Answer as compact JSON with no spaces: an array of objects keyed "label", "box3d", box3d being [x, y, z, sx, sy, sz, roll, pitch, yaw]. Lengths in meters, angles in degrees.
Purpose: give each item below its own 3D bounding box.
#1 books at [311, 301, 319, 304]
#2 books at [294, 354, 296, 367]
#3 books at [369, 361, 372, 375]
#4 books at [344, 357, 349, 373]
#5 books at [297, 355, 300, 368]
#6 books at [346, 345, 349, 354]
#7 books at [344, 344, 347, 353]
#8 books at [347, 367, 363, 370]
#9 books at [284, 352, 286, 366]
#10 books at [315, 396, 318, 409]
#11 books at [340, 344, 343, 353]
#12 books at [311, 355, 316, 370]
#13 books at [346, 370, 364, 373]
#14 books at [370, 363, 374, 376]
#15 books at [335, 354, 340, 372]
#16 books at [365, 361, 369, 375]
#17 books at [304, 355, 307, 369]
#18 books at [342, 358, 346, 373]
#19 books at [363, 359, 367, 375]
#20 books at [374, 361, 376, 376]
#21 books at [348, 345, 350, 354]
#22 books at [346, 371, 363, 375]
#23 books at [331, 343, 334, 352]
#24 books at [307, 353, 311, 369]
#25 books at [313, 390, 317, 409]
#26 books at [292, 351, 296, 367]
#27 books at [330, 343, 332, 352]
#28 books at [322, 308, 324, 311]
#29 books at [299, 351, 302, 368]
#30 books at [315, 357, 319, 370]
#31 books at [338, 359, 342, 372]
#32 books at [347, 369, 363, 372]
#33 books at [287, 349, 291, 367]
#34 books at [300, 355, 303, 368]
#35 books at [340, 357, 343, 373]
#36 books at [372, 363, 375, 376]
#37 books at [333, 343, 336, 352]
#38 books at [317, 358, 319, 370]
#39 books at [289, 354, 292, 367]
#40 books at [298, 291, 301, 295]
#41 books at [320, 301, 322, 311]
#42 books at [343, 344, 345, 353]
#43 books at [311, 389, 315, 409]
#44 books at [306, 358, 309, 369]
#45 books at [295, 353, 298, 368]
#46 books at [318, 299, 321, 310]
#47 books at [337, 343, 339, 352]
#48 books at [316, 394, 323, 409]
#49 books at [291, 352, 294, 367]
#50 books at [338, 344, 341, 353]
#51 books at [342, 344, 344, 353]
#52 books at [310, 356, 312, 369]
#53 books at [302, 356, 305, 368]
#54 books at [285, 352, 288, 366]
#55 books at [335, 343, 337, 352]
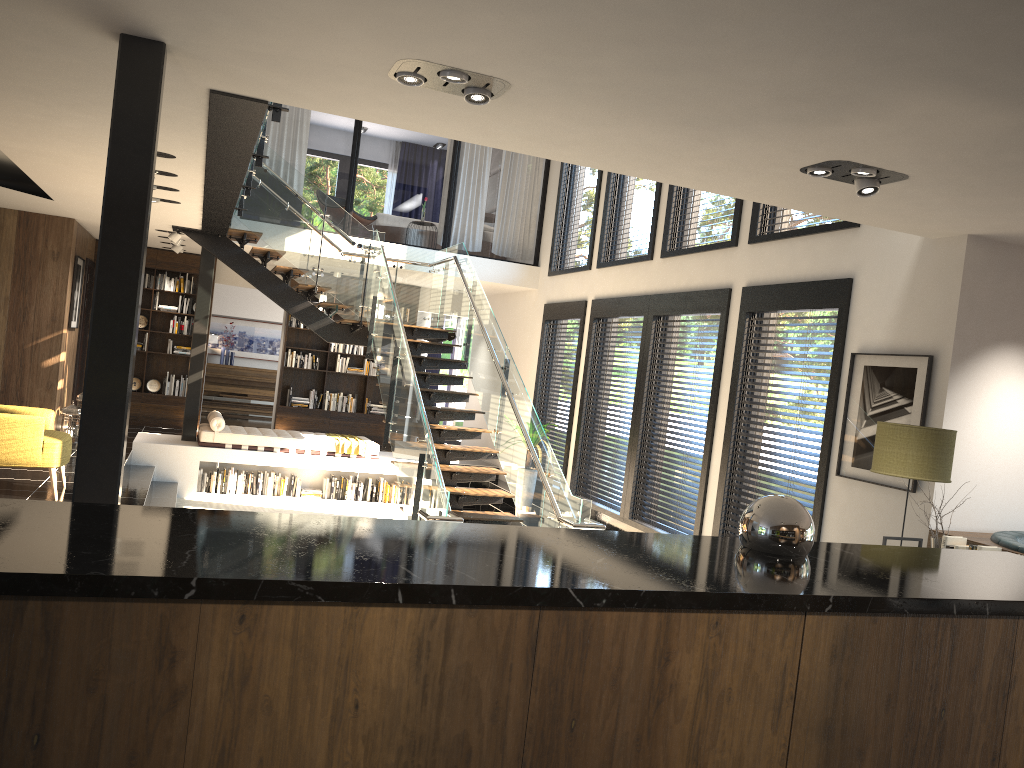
[{"label":"books","box3d":[-3.257,-1.313,14.217,0.285,0.031,0.176,6,1,-21]},{"label":"books","box3d":[-3.482,-0.371,14.210,0.022,0.207,0.130,6,2,-20]},{"label":"books","box3d":[-2.346,-0.259,14.604,0.025,0.232,0.156,6,2,-20]},{"label":"books","box3d":[-2.709,-0.312,14.463,0.067,0.261,0.159,6,2,-20]},{"label":"books","box3d":[-3.432,-0.360,14.219,0.024,0.197,0.172,6,1,-20]},{"label":"books","box3d":[-2.684,-0.614,14.438,0.028,0.231,0.166,6,2,-20]},{"label":"books","box3d":[-2.715,-0.624,14.438,0.030,0.244,0.142,6,2,-20]},{"label":"books","box3d":[-2.578,-0.254,14.513,0.274,0.025,0.156,6,1,-17]},{"label":"books","box3d":[-3.636,-0.398,14.170,0.025,0.227,0.156,6,2,-20]},{"label":"books","box3d":[-3.183,0.295,14.396,0.023,0.212,0.123,6,2,-20]},{"label":"books","box3d":[-2.782,-0.638,14.408,0.028,0.258,0.208,6,1,-20]},{"label":"books","box3d":[-3.202,-0.354,14.296,0.070,0.236,0.206,6,1,-20]},{"label":"books","box3d":[-2.583,-0.205,14.513,0.275,0.025,0.156,6,1,-24]},{"label":"books","box3d":[-2.318,-0.246,14.602,0.029,0.214,0.149,6,2,-20]},{"label":"books","box3d":[-2.836,-0.338,14.413,0.031,0.284,0.176,6,2,-20]},{"label":"books","box3d":[-2.397,-0.263,14.590,0.037,0.232,0.231,6,1,-20]},{"label":"books","box3d":[-3.327,-0.360,14.256,0.030,0.222,0.189,6,1,-20]},{"label":"books","box3d":[-2.748,-0.308,14.416,0.036,0.244,0.194,6,1,-20]},{"label":"books","box3d":[-2.421,-0.281,14.569,0.026,0.263,0.156,6,2,-20]},{"label":"books","box3d":[-2.259,-0.271,14.612,0.031,0.277,0.168,6,2,-20]},{"label":"books","box3d":[-2.671,-0.585,14.467,0.021,0.176,0.161,6,1,-20]},{"label":"books","box3d":[-2.586,-0.180,14.516,0.274,0.025,0.156,6,1,-23]},{"label":"books","box3d":[-2.913,-0.660,14.379,0.031,0.272,0.158,6,2,-20]},{"label":"books","box3d":[-3.269,-0.371,14.265,0.029,0.256,0.167,6,2,-20]},{"label":"books","box3d":[-3.199,0.249,14.365,0.036,0.302,0.186,6,2,-20]},{"label":"books","box3d":[-3.498,-0.398,14.188,0.029,0.258,0.181,6,2,-20]},{"label":"books","box3d":[-2.946,-0.641,14.371,0.031,0.228,0.176,6,1,-20]},{"label":"books","box3d":[-3.039,-1.308,14.290,0.029,0.272,0.173,6,2,-20]},{"label":"books","box3d":[-3.404,-0.395,14.231,0.029,0.272,0.152,6,2,-20]},{"label":"books","box3d":[-3.159,-0.336,14.315,0.028,0.210,0.169,6,1,-20]},{"label":"books","box3d":[-2.802,-0.301,14.389,0.023,0.218,0.195,6,1,-20]},{"label":"books","box3d":[-2.579,-0.230,14.510,0.261,0.024,0.167,6,1,-23]},{"label":"books","box3d":[-3.572,-0.418,14.161,0.028,0.282,0.168,6,2,-20]},{"label":"books","box3d":[-3.389,-0.365,14.253,0.021,0.216,0.170,6,1,-20]},{"label":"books","box3d":[-2.787,-0.313,14.428,0.030,0.245,0.166,6,2,-20]},{"label":"books","box3d":[-2.286,-0.240,14.594,0.026,0.210,0.184,6,1,-20]},{"label":"books","box3d":[-2.892,-0.603,14.391,0.027,0.162,0.125,6,1,-20]},{"label":"books","box3d":[-3.151,-0.323,14.364,0.022,0.185,0.127,6,2,-20]},{"label":"books","box3d":[-3.549,-0.374,14.170,0.028,0.199,0.175,6,1,-20]},{"label":"books","box3d":[-3.402,-1.357,14.148,0.028,0.290,0.170,6,2,-20]},{"label":"books","box3d":[-3.066,-1.331,14.278,0.034,0.311,0.149,6,2,-20]},{"label":"books","box3d":[-2.745,-0.608,14.443,0.021,0.206,0.147,6,2,-20]},{"label":"books","box3d":[-3.231,0.241,14.357,0.031,0.310,0.169,6,2,-20]},{"label":"books","box3d":[-3.307,-0.333,14.277,0.027,0.171,0.146,6,1,-20]},{"label":"books","box3d":[-3.457,-0.378,14.218,0.028,0.227,0.136,6,2,-20]},{"label":"books","box3d":[-3.094,-1.320,14.257,0.031,0.284,0.176,6,2,-20]},{"label":"books","box3d":[-2.834,-0.629,14.387,0.027,0.228,0.208,6,1,-20]},{"label":"books","box3d":[-3.130,0.280,14.396,0.075,0.255,0.181,6,2,-20]},{"label":"books","box3d":[-3.529,-0.395,14.197,0.023,0.245,0.159,6,2,-20]},{"label":"books","box3d":[-2.811,-0.632,14.404,0.027,0.239,0.153,6,2,-20]},{"label":"books","box3d":[-2.768,-0.608,14.438,0.026,0.201,0.146,6,2,-20]},{"label":"books","box3d":[-3.253,-0.344,14.299,0.030,0.205,0.170,6,1,-20]},{"label":"books","box3d":[-3.362,-0.350,14.257,0.033,0.193,0.172,6,1,-20]},{"label":"books","box3d":[-3.612,-0.401,14.184,0.028,0.237,0.134,6,2,-20]},{"label":"books","box3d":[-2.862,-0.617,14.386,0.024,0.198,0.174,6,1,-20]}]
